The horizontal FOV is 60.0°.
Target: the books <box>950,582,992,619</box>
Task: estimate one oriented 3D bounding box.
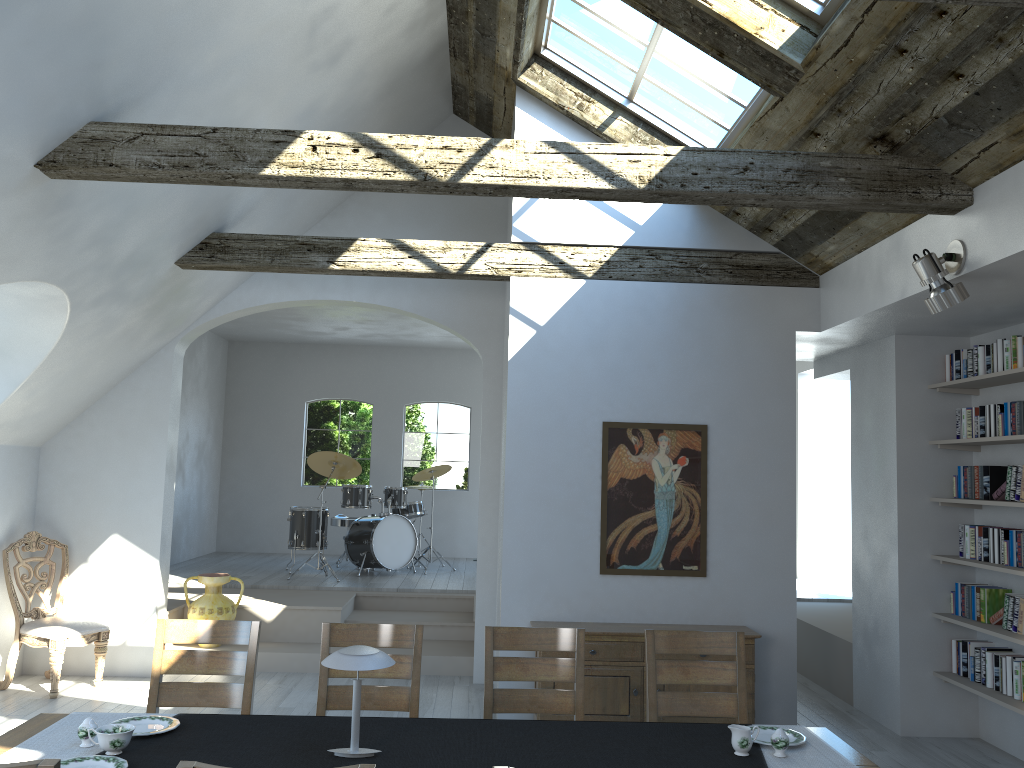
[{"bbox_3d":[3.131,1.468,6.017,0.209,0.220,0.278,2,-6,-4],"label":"books"}]

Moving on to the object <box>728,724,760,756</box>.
[{"bbox_3d":[0.820,1.264,3.152,0.100,0.098,0.071,5,-7,-33],"label":"object"}]

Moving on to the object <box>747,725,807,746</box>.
[{"bbox_3d":[0.974,1.327,3.332,0.250,0.017,0.253,2,-6,-2],"label":"object"}]

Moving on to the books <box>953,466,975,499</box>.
[{"bbox_3d":[3.157,0.671,6.033,0.209,0.220,0.278,2,-6,-4],"label":"books"}]

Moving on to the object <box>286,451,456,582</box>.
[{"bbox_3d":[-1.790,1.520,10.547,1.465,1.383,2.354,-4,-8,42],"label":"object"}]

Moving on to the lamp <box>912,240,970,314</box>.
[{"bbox_3d":[2.184,-0.545,4.524,0.265,0.386,0.235,0,-6,19],"label":"lamp"}]

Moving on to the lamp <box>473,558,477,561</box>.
[{"bbox_3d":[-0.393,1.718,12.180,0.232,1.383,0.238,2,-6,-2],"label":"lamp"}]

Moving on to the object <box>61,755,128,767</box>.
[{"bbox_3d":[-1.330,1.203,2.757,0.250,0.017,0.253,2,-6,-2],"label":"object"}]

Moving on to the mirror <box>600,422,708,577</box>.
[{"bbox_3d":[0.983,0.794,6.133,0.736,1.047,0.009,2,-6,-2],"label":"mirror"}]

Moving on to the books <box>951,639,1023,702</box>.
[{"bbox_3d":[3.179,1.717,4.629,0.242,0.237,2.981,2,-6,-2],"label":"books"}]

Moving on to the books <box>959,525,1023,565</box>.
[{"bbox_3d":[3.153,1.050,5.819,0.214,0.220,0.490,2,-6,-2],"label":"books"}]

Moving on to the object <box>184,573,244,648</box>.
[{"bbox_3d":[-2.581,1.950,7.639,0.396,0.605,0.402,-4,-8,44],"label":"object"}]

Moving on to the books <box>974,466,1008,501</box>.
[{"bbox_3d":[3.167,0.641,5.724,0.189,0.224,0.345,2,-6,-2],"label":"books"}]

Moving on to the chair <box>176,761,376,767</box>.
[{"bbox_3d":[-0.583,1.431,2.314,0.514,1.006,0.605,2,-6,-2],"label":"chair"}]

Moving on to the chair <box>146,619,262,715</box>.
[{"bbox_3d":[-1.386,1.551,3.750,0.514,1.006,0.605,2,-6,-2],"label":"chair"}]

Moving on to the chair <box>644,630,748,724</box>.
[{"bbox_3d":[0.847,1.624,3.833,0.514,1.006,0.605,2,-6,-2],"label":"chair"}]

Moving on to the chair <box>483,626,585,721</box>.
[{"bbox_3d":[0.102,1.600,3.806,0.514,1.006,0.605,2,-6,-2],"label":"chair"}]

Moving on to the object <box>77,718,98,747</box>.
[{"bbox_3d":[-1.451,1.189,3.035,0.064,0.092,0.064,0,-6,16],"label":"object"}]

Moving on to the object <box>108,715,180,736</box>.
[{"bbox_3d":[-1.343,1.250,3.229,0.250,0.017,0.253,2,-6,-2],"label":"object"}]

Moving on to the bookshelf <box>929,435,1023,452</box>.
[{"bbox_3d":[3.253,0.059,2.368,0.315,0.070,7.825,2,-6,-2],"label":"bookshelf"}]

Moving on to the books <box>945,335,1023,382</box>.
[{"bbox_3d":[3.236,-0.246,4.833,0.242,0.237,2.981,2,-6,-2],"label":"books"}]

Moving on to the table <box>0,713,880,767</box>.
[{"bbox_3d":[-0.275,1.641,2.980,3.078,0.737,0.939,2,-6,-2],"label":"table"}]

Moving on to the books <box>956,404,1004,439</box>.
[{"bbox_3d":[3.175,0.263,5.905,0.214,0.220,0.490,2,-6,-2],"label":"books"}]

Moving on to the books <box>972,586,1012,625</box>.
[{"bbox_3d":[3.141,1.436,5.712,0.189,0.224,0.345,2,-6,-2],"label":"books"}]

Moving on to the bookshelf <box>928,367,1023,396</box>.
[{"bbox_3d":[3.265,-0.335,2.407,0.315,0.070,7.825,2,-6,-2],"label":"bookshelf"}]

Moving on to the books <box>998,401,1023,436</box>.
[{"bbox_3d":[3.190,0.224,5.520,0.209,0.220,0.278,2,-6,-4],"label":"books"}]

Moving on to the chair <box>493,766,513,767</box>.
[{"bbox_3d":[0.161,1.455,2.341,0.514,1.006,0.605,2,-6,-2],"label":"chair"}]

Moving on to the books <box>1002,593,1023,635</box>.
[{"bbox_3d":[3.153,1.408,5.427,0.189,0.228,0.249,2,-6,-2],"label":"books"}]

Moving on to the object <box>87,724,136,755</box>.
[{"bbox_3d":[-1.329,1.191,2.960,0.124,0.081,0.130,-3,-7,40],"label":"object"}]

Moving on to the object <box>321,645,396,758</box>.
[{"bbox_3d":[-0.529,1.078,3.022,0.251,0.362,0.251,-1,-6,21],"label":"object"}]

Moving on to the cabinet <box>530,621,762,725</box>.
[{"bbox_3d":[0.858,1.971,5.839,1.481,0.714,0.383,2,-6,-2],"label":"cabinet"}]

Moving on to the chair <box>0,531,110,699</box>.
[{"bbox_3d":[-3.470,1.719,6.744,0.655,1.159,0.552,-1,-6,23],"label":"chair"}]

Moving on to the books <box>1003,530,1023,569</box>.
[{"bbox_3d":[3.168,1.010,5.421,0.209,0.220,0.278,2,-6,-4],"label":"books"}]

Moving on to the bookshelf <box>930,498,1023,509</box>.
[{"bbox_3d":[3.242,0.452,2.328,0.315,0.070,7.825,2,-6,-2],"label":"bookshelf"}]

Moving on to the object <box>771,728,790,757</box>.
[{"bbox_3d":[0.951,1.270,3.147,0.064,0.092,0.064,4,-6,-25],"label":"object"}]

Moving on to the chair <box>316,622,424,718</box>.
[{"bbox_3d":[-0.642,1.576,3.778,0.514,1.006,0.605,2,-6,-2],"label":"chair"}]

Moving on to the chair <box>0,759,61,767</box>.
[{"bbox_3d":[-1.327,1.407,2.286,0.514,1.006,0.605,2,-6,-2],"label":"chair"}]

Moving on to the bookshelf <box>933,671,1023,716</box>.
[{"bbox_3d":[3.208,1.632,2.210,0.315,0.070,7.825,2,-6,-2],"label":"bookshelf"}]

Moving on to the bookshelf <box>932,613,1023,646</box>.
[{"bbox_3d":[3.219,1.239,2.250,0.315,0.070,7.825,2,-6,-2],"label":"bookshelf"}]

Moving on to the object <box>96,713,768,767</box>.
[{"bbox_3d":[-0.246,1.382,3.013,2.456,0.227,1.073,2,-6,-2],"label":"object"}]

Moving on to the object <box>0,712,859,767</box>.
[{"bbox_3d":[-0.248,1.310,3.018,2.872,0.077,1.050,2,-6,-2],"label":"object"}]

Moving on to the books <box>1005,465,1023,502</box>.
[{"bbox_3d":[3.178,0.611,5.443,0.189,0.228,0.249,2,-6,-2],"label":"books"}]

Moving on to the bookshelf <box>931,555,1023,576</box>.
[{"bbox_3d":[3.231,0.845,2.289,0.315,0.070,7.825,2,-6,-2],"label":"bookshelf"}]
